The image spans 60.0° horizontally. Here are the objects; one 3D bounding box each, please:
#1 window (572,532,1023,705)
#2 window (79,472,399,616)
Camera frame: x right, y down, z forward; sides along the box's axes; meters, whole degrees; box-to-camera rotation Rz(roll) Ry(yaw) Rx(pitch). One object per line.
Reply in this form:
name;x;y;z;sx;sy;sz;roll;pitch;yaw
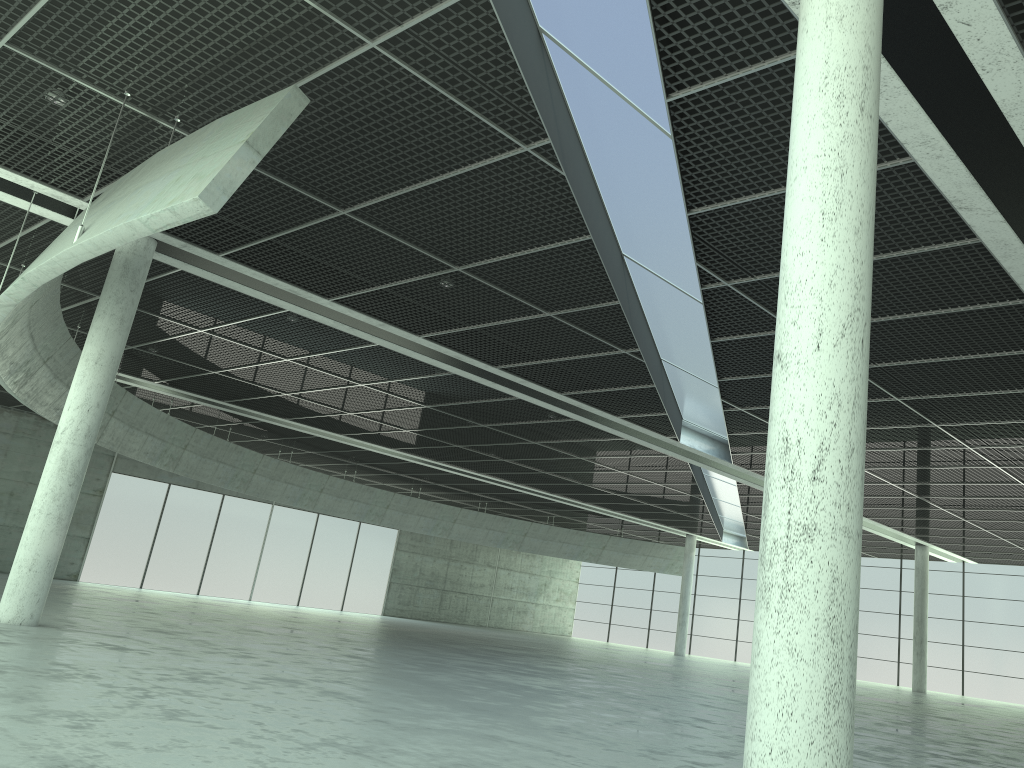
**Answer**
window;11.764;11.734;55.032;99.579;16.087;100.730;-7;-22;43
window;-24.867;18.539;88.061;0.159;10.666;33.510;-7;-22;43
